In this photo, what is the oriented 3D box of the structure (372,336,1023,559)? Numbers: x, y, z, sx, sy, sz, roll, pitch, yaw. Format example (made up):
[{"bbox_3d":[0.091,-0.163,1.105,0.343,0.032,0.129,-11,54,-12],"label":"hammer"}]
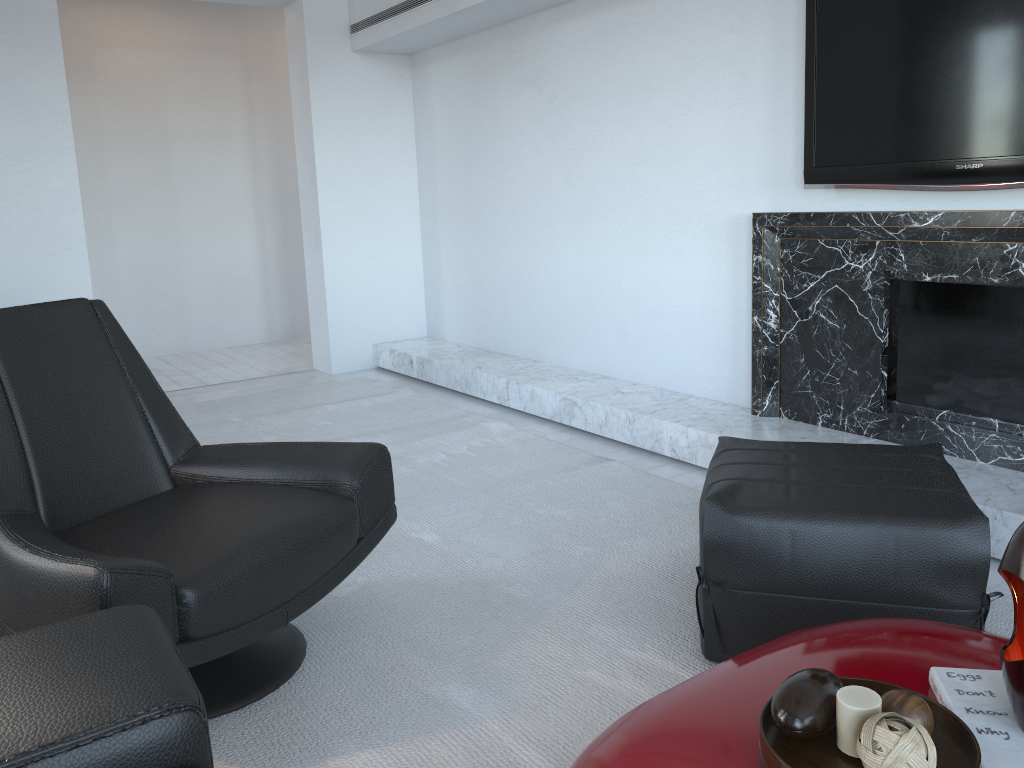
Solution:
[{"bbox_3d":[1.296,0.327,2.667,0.394,0.134,7.238,-10,14,-32],"label":"structure"}]

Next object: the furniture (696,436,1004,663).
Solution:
[{"bbox_3d":[0.747,0.371,2.072,0.599,0.375,0.618,1,12,15],"label":"furniture"}]

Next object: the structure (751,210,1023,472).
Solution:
[{"bbox_3d":[1.591,-0.093,2.797,0.522,0.917,1.693,-9,13,-33],"label":"structure"}]

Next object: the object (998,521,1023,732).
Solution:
[{"bbox_3d":[0.680,0.293,1.083,0.151,0.278,0.154,-1,10,6],"label":"object"}]

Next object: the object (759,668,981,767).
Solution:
[{"bbox_3d":[0.419,0.421,1.049,0.242,0.132,0.244,-2,12,4],"label":"object"}]

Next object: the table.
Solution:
[{"bbox_3d":[0.594,0.620,1.090,0.945,0.298,0.943,-10,14,-33],"label":"table"}]

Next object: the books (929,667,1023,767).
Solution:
[{"bbox_3d":[0.663,0.449,1.095,0.201,0.030,0.308,0,12,11],"label":"books"}]

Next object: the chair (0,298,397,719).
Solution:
[{"bbox_3d":[-0.814,0.230,1.976,0.805,0.805,0.845,4,13,29],"label":"chair"}]

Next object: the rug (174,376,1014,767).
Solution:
[{"bbox_3d":[0.067,0.756,1.259,2.963,0.032,7.802,-10,14,-32],"label":"rug"}]

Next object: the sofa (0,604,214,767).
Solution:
[{"bbox_3d":[-0.407,0.651,0.382,0.939,0.612,1.913,-10,14,-33],"label":"sofa"}]

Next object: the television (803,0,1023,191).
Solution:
[{"bbox_3d":[1.349,-0.931,2.518,0.129,0.747,1.164,-9,13,-32],"label":"television"}]
